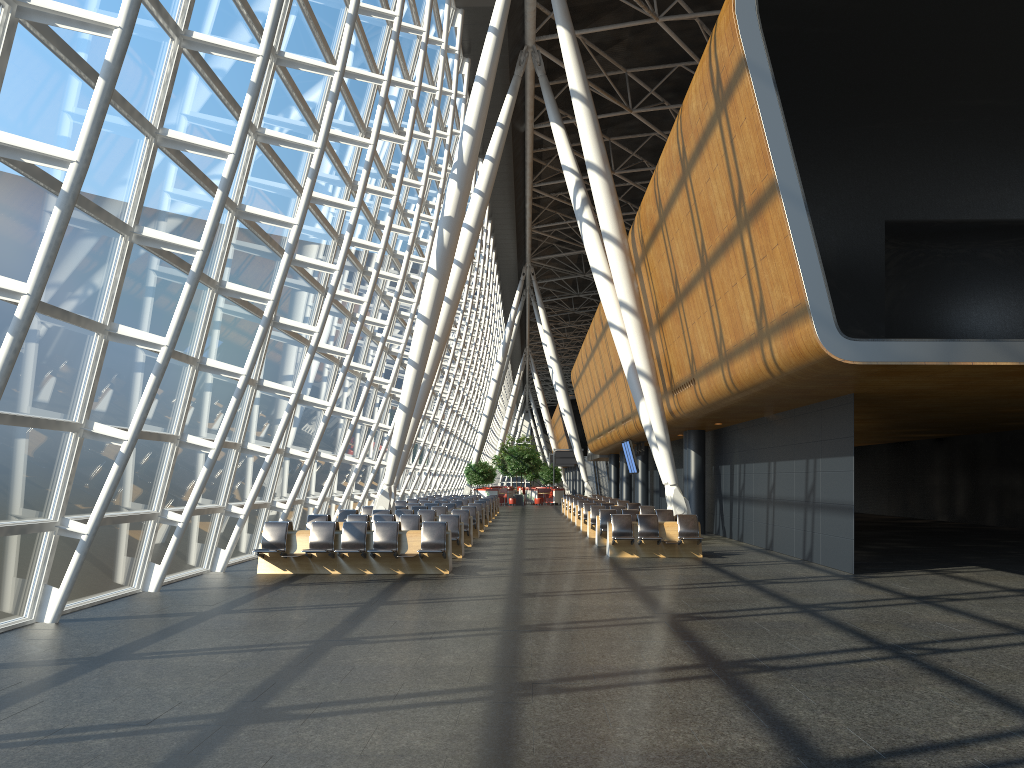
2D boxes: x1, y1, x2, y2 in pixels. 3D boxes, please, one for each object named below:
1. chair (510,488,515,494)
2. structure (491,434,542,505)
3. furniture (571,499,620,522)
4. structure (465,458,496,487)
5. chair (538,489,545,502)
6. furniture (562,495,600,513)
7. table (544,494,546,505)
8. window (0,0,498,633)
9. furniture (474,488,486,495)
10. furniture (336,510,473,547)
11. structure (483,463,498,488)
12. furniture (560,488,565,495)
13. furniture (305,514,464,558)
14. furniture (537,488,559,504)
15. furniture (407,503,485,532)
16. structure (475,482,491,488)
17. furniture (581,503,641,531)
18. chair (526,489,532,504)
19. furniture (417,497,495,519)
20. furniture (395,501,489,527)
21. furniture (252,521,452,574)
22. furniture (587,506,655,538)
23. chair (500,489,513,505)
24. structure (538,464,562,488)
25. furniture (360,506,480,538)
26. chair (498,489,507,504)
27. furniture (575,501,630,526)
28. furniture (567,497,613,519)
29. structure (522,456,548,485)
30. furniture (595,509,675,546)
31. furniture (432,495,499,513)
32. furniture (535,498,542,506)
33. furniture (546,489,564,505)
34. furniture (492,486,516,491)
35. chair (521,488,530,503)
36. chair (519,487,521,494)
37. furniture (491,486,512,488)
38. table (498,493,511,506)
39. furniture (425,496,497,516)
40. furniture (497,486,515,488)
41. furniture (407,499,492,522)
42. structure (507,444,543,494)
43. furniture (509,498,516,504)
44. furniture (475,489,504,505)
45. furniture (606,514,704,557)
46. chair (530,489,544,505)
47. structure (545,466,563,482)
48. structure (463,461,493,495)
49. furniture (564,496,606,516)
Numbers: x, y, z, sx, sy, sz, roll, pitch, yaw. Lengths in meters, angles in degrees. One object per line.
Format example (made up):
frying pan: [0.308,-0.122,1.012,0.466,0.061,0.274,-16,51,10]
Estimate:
chair: [-31.131,995.934,7912.164,83.528,127.499,78.831,-1,-2,26]
structure: [18.480,697.904,7214.272,390.865,572.043,736.232,0,-4,-7]
furniture: [403.665,603.966,4215.116,239.649,109.629,210.719,0,-5,1]
structure: [-263.136,791.496,7162.451,242.509,374.715,236.127,1,-2,-25]
chair: [210.253,914.765,7164.590,78.759,127.495,83.609,2,-2,-44]
furniture: [422.461,727.456,5352.476,239.648,109.629,210.718,0,-5,1]
table: [269.848,923.296,7092.283,100.937,94.635,101.319,-1,-3,17]
window: [-299.791,436.375,10358.227,470.119,1768.856,21103.796,0,-6,1]
furniture: [-248.111,936.326,7363.174,112.292,126.994,359.057,-1,-6,13]
furniture: [-326.159,437.374,2680.784,410.826,109.629,210.718,0,-5,1]
structure: [-242.601,857.036,7698.011,225.562,359.938,231.885,2,-2,-41]
furniture: [504.681,1267.647,10327.695,239.648,109.629,210.718,0,-5,1]
furniture: [-332.424,396.210,2301.664,410.826,109.629,210.718,0,-5,1]
furniture: [295.415,944.752,7440.776,112.390,127.091,358.603,2,-6,-31]
furniture: [-313.628,519.701,3439.024,410.826,109.629,210.718,0,-5,1]
structure: [-265.090,905.027,8117.705,222.179,355.096,228.407,2,-2,-41]
furniture: [391.135,521.639,3456.875,239.648,109.629,210.718,0,-5,1]
chair: [168.052,930.310,7307.761,78.729,127.494,83.644,-1,-2,36]
furniture: [-294.833,643.191,4576.384,410.826,109.629,210.719,0,-5,1]
furniture: [-307.363,560.864,3818.144,410.826,109.629,210.719,0,-5,1]
furniture: [-338.689,355.047,1922.543,410.826,109.629,210.718,0,-5,1]
furniture: [384.870,480.476,3077.755,239.648,109.629,210.718,0,-5,1]
chair: [-46.785,893.091,6964.968,83.527,127.499,78.831,-1,-2,26]
structure: [356.480,917.000,8208.106,219.167,350.784,225.310,2,-2,-41]
furniture: [-319.894,478.537,3059.904,410.826,109.629,210.718,0,-5,1]
chair: [-88.998,911.405,7133.644,78.695,127.492,83.683,-1,-2,26]
furniture: [397.400,562.802,3835.996,239.649,109.629,210.719,0,-5,1]
furniture: [409.931,645.129,4594.236,239.649,109.629,210.719,0,-5,1]
structure: [214.224,921.730,8657.281,288.098,438.814,281.085,0,-2,14]
furniture: [378.604,439.312,2698.635,239.648,109.629,210.718,0,-5,1]
furniture: [-282.302,725.518,5334.624,410.826,109.629,210.718,0,-5,1]
furniture: [203.506,915.887,6855.094,55.947,58.026,56.162,-1,-3,13]
furniture: [354.244,904.664,7071.565,112.292,126.994,359.057,-1,-6,13]
furniture: [-149.961,1595.017,13342.804,410.826,109.629,210.719,0,-5,1]
chair: [135.041,946.105,7453.239,83.566,127.497,78.797,-1,-2,36]
chair: [120.362,1102.363,8892.395,83.494,127.500,78.860,0,-2,-14]
furniture: [-99.426,1158.642,9410.730,112.480,127.179,358.191,-3,-6,43]
table: [-54.923,894.911,6830.851,100.997,94.635,101.259,2,-4,-28]
furniture: [-288.567,684.355,4955.504,410.826,109.629,210.719,0,-5,1]
furniture: [-162.491,1512.690,12584.564,410.826,109.629,210.718,0,-5,1]
furniture: [-301.098,602.028,4197.264,410.826,109.629,210.719,0,-5,1]
structure: [106.652,916.803,9230.355,391.044,572.200,728.198,-1,-4,23]
furniture: [3.761,910.297,6803.605,56.048,58.026,56.061,-3,-4,43]
furniture: [-189.282,896.239,6993.963,112.390,127.091,358.603,2,-6,-31]
furniture: [372.339,398.149,2319.515,239.648,109.629,210.719,0,-5,1]
chair: [201.399,899.519,7024.176,83.601,127.496,78.766,2,-2,-44]
structure: [419.038,1046.037,9522.433,238.254,378.101,244.933,2,-2,-41]
structure: [-257.849,763.605,6795.324,219.167,350.784,225.310,2,-2,-41]
furniture: [416.196,686.293,4973.356,239.648,109.629,210.719,0,-5,1]
